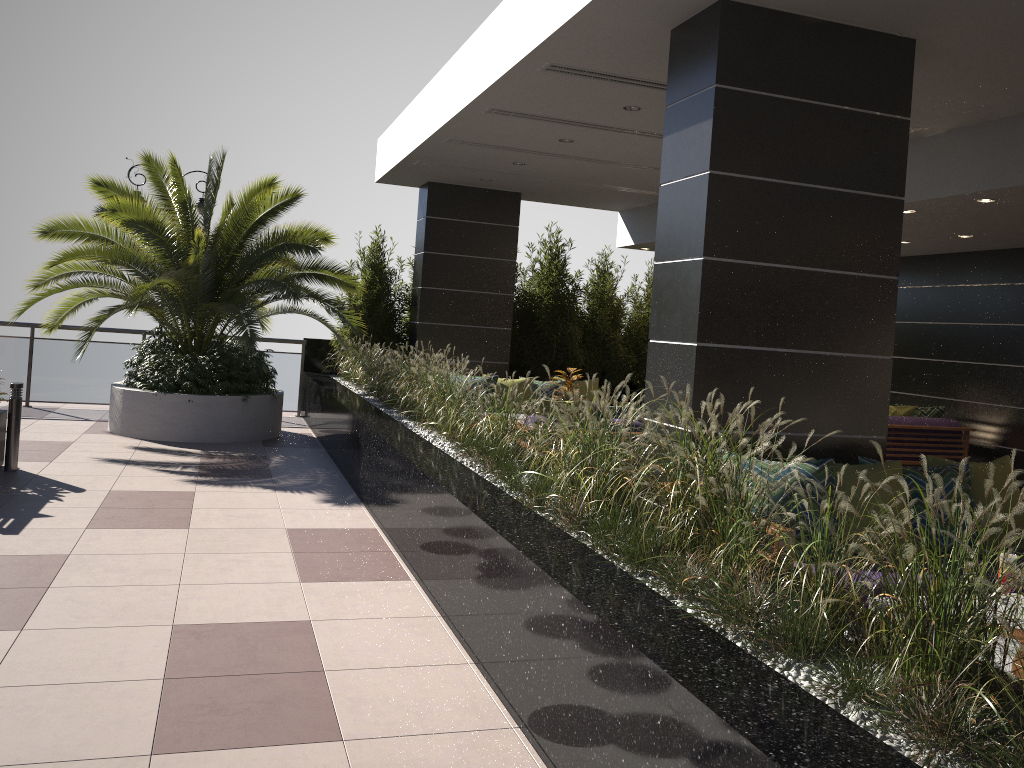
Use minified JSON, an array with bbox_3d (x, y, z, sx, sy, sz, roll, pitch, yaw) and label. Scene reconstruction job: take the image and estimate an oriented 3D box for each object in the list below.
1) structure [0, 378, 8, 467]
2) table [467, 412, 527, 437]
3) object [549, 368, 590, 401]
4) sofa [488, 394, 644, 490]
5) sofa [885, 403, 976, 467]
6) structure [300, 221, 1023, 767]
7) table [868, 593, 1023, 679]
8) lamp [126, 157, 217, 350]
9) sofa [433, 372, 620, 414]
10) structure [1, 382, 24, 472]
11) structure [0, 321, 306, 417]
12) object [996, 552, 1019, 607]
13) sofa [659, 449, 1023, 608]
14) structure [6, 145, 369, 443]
[{"bbox_3d":[-5.116,0.151,6.751,2.248,1.172,0.738,3,1,-17],"label":"structure"},{"bbox_3d":[0.522,0.640,8.806,2.034,0.553,0.944,3,3,-18],"label":"table"},{"bbox_3d":[0.559,0.102,8.806,0.430,0.526,0.425,4,1,-1],"label":"object"},{"bbox_3d":[0.944,0.566,7.562,2.123,0.919,1.122,3,2,-18],"label":"sofa"},{"bbox_3d":[4.066,0.623,10.245,2.123,0.919,1.122,3,2,-18],"label":"sofa"},{"bbox_3d":[4.492,0.040,2.390,7.807,3.120,24.788,3,4,-18],"label":"structure"},{"bbox_3d":[2.379,1.136,3.060,2.034,0.553,0.944,3,3,-18],"label":"table"},{"bbox_3d":[-4.515,-1.283,11.480,1.120,3.327,0.264,4,0,-18],"label":"lamp"},{"bbox_3d":[0.154,0.355,10.005,2.123,0.919,1.122,3,2,-18],"label":"sofa"},{"bbox_3d":[-4.017,0.343,7.136,0.100,0.700,0.180,4,0,-18],"label":"structure"},{"bbox_3d":[-6.074,0.333,2.059,12.901,1.058,17.545,3,4,-18],"label":"structure"},{"bbox_3d":[1.811,0.715,3.238,0.068,0.181,0.069,4,1,-35],"label":"object"},{"bbox_3d":[1.938,0.831,4.485,2.123,0.919,1.122,3,2,-18],"label":"sofa"},{"bbox_3d":[-3.558,-1.110,10.092,3.758,3.302,3.798,5,2,25],"label":"structure"}]
